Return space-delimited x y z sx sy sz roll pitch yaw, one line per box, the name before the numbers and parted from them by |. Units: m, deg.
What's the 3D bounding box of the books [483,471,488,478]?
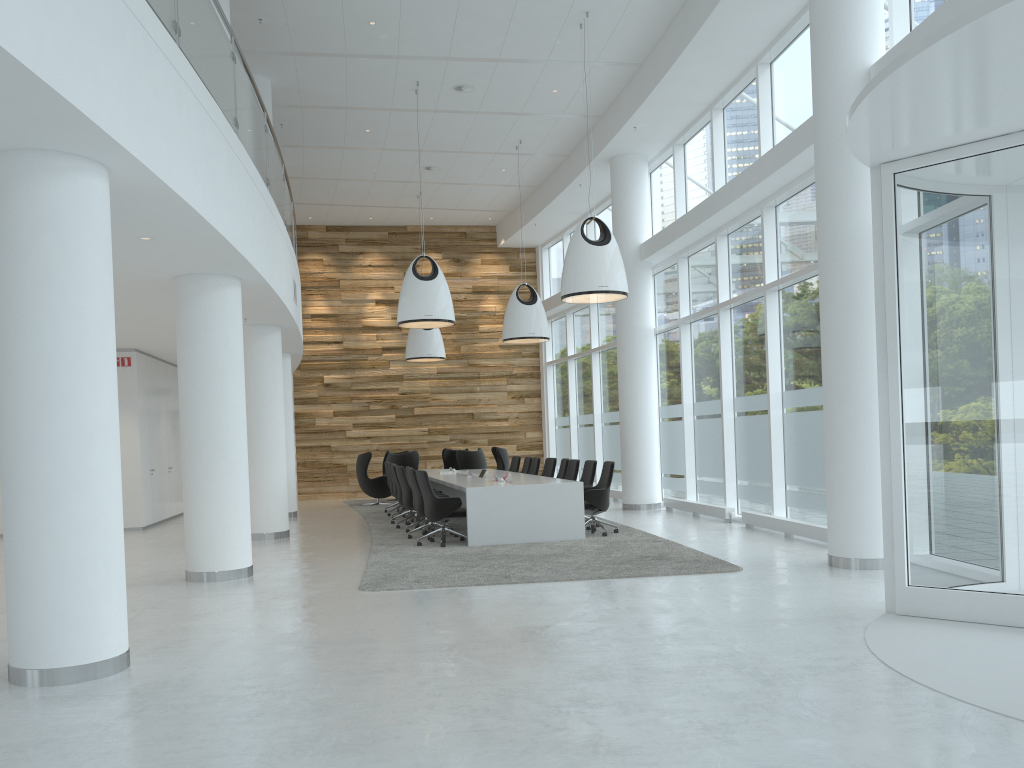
books | -0.491 1.531 14.496 0.158 0.241 0.353 -2 -2 -12

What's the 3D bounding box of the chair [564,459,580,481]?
chair | 0.725 1.631 13.378 0.673 0.966 0.686 -2 -1 -12

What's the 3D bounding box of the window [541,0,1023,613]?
window | -18.178 -0.128 15.152 62.981 6.140 30.816 -4 -4 28

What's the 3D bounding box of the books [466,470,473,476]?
books | -0.670 1.560 14.803 0.153 0.238 0.191 -2 -1 -12

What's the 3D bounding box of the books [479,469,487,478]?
books | -0.504 1.512 14.474 0.139 0.229 0.357 -2 -2 -12

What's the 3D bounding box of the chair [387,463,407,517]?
chair | -1.923 1.890 15.971 0.673 0.966 0.686 -2 -1 -12

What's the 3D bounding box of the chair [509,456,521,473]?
chair | -0.125 1.899 17.259 0.673 0.966 0.686 -2 -1 -17

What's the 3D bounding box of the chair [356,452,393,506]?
chair | -2.872 2.021 19.047 0.916 1.152 0.915 -2 -1 -22

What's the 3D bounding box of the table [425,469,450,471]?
table | -1.725 2.215 19.279 0.799 0.696 0.799 -3 -2 13

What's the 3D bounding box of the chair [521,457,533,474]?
chair | 0.088 1.839 16.409 0.673 0.966 0.686 -2 -1 -12

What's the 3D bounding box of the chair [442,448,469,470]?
chair | -1.363 2.046 20.403 0.914 1.152 0.917 -2 -1 8

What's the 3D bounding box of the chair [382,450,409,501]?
chair | -2.502 2.074 20.159 0.918 1.152 0.913 -3 -1 38

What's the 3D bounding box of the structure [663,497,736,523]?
structure | 2.904 1.965 13.905 0.150 0.213 2.693 -2 -3 -10

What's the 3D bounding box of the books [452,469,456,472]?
books | -1.031 1.687 16.525 0.139 0.223 0.162 -2 -1 -12

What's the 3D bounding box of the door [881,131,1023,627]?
door | 4.154 -0.102 4.762 2.995 3.110 2.999 -2 -1 -2

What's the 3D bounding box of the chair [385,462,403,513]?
chair | -2.089 1.944 16.767 0.673 0.966 0.686 -2 -1 -7

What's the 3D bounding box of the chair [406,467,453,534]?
chair | -1.232 1.679 12.946 0.673 0.966 0.686 -2 -1 -12

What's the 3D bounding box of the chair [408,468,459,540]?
chair | -1.107 1.626 12.141 0.673 0.966 0.686 -2 -1 -12

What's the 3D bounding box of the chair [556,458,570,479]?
chair | 0.628 1.681 14.136 0.673 0.966 0.686 -2 -1 -7

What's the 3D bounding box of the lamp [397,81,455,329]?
lamp | -1.366 -2.712 13.403 0.885 3.648 0.883 -2 0 33

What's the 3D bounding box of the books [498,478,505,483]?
books | -0.100 1.386 12.086 0.143 0.226 0.204 -2 -1 -13

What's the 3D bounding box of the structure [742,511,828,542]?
structure | 3.381 1.755 10.764 0.150 0.213 2.693 -2 -3 -8

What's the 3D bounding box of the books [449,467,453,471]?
books | -1.107 1.702 16.855 0.153 0.241 0.183 -2 -1 -12

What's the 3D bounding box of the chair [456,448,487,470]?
chair | -0.948 1.909 18.414 0.918 1.152 0.913 -3 -1 38

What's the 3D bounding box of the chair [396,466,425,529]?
chair | -1.466 1.731 13.649 0.673 0.966 0.686 -2 -1 -17

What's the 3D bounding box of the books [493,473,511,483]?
books | -0.140 1.407 12.583 0.231 0.275 0.597 -2 -3 8

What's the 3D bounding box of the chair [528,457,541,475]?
chair | 0.213 1.786 15.603 0.673 0.966 0.686 -2 -1 -12

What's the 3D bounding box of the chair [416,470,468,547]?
chair | -0.894 1.566 11.291 0.673 0.966 0.686 -2 -1 -17

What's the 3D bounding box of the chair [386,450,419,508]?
chair | -2.111 1.940 18.196 0.914 1.152 0.917 -2 -1 8

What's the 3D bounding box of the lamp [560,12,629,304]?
lamp | 0.997 -2.921 11.441 0.885 3.648 0.883 -2 0 34

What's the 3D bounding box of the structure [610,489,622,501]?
structure | 2.099 2.229 17.751 0.150 0.213 2.694 -2 -3 -13

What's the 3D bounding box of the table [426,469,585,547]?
table | -0.492 1.850 14.282 1.499 0.739 6.567 -2 -3 -12

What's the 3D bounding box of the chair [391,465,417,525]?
chair | -1.647 1.784 14.414 0.673 0.966 0.686 -2 -1 -7

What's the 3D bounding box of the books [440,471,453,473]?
books | -1.202 1.611 16.211 0.224 0.026 0.264 -2 -3 -2

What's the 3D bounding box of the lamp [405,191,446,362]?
lamp | -1.943 -2.335 19.234 0.885 3.648 0.883 -2 0 27

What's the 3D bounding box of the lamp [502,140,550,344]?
lamp | 0.189 -2.601 16.203 0.885 3.648 0.883 -2 0 31

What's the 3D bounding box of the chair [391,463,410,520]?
chair | -1.744 1.834 15.171 0.673 0.966 0.686 -2 -1 -12

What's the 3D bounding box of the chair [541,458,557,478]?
chair | 0.447 1.734 14.900 0.673 0.966 0.686 -2 -1 -17

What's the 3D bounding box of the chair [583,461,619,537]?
chair | 1.070 1.521 11.782 0.673 0.966 0.686 -2 -1 -7

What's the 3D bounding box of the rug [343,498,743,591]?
rug | -0.698 2.247 14.585 3.937 0.010 13.470 -1 -4 -12

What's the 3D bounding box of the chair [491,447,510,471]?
chair | -0.510 1.963 19.573 0.916 1.152 0.915 -2 -1 -22

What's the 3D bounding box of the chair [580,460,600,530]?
chair | 0.904 1.575 12.579 0.673 0.966 0.686 -2 -1 -12
